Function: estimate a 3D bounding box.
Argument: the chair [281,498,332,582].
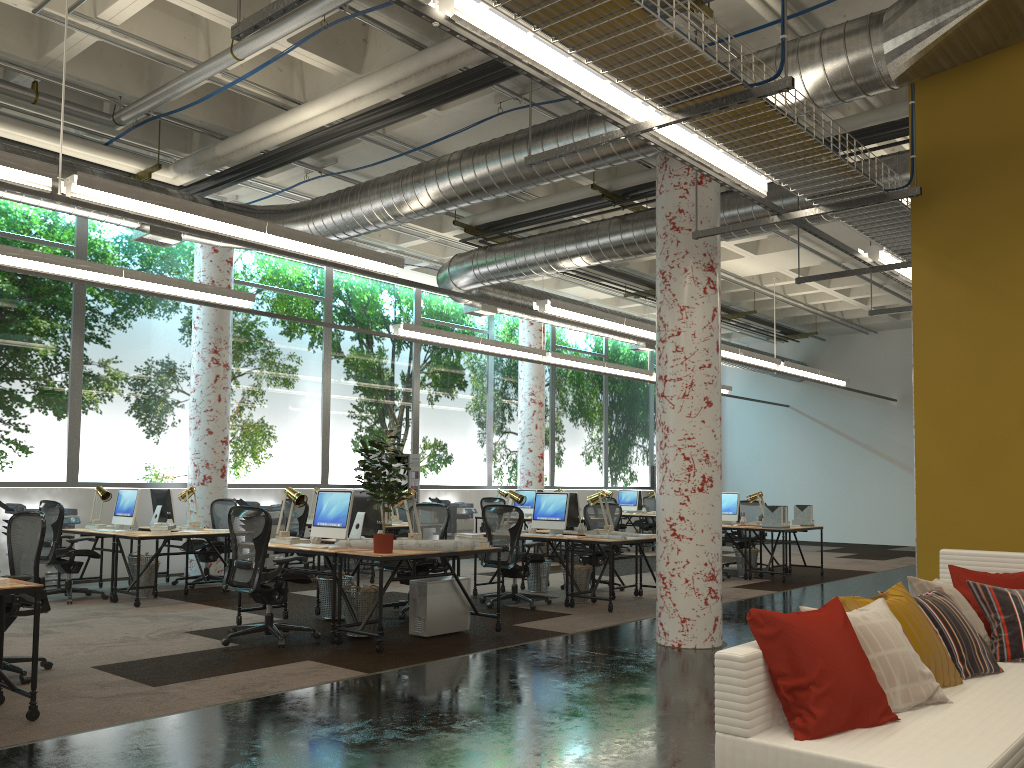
[{"bbox_3d":[-2.812,2.096,12.024,0.771,1.082,0.795,-2,-5,24],"label":"chair"}]

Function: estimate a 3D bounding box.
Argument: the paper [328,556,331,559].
[{"bbox_3d":[-2.785,2.233,13.749,0.440,1.194,0.413,-1,-4,19],"label":"paper"}]

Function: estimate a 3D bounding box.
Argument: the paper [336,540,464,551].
[{"bbox_3d":[-0.949,1.327,7.318,1.134,0.082,0.083,-1,-5,15],"label":"paper"}]

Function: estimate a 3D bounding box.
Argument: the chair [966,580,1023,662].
[{"bbox_3d":[2.608,1.206,4.444,0.516,0.391,0.359,0,-5,10],"label":"chair"}]

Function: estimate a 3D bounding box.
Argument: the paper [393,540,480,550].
[{"bbox_3d":[-0.840,1.342,7.444,1.134,0.082,0.083,0,-5,5],"label":"paper"}]

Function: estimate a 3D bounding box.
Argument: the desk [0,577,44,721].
[{"bbox_3d":[-3.722,1.449,4.885,1.943,0.721,1.405,-5,-8,41],"label":"desk"}]

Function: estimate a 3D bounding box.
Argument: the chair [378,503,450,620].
[{"bbox_3d":[-0.950,1.712,8.696,0.771,1.082,0.795,-2,-5,24],"label":"chair"}]

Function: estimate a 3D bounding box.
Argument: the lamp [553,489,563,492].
[{"bbox_3d":[0.875,2.170,15.748,0.219,0.609,0.529,3,-5,-30],"label":"lamp"}]

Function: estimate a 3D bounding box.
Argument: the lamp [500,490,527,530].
[{"bbox_3d":[-0.030,1.556,10.445,0.209,0.609,0.529,3,-5,-30],"label":"lamp"}]

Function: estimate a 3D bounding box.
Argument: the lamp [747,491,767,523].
[{"bbox_3d":[3.758,1.914,13.269,0.219,0.609,0.529,3,-5,-30],"label":"lamp"}]

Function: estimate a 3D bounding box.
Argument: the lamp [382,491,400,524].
[{"bbox_3d":[-1.727,1.801,12.735,0.219,0.609,0.529,3,-5,-30],"label":"lamp"}]

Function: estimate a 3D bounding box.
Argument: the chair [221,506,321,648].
[{"bbox_3d":[-1.994,1.531,7.203,0.771,1.082,0.795,-2,-5,24],"label":"chair"}]

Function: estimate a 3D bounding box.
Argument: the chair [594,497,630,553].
[{"bbox_3d":[1.910,2.765,17.492,0.771,1.082,0.795,-2,-5,24],"label":"chair"}]

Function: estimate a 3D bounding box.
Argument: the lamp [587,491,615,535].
[{"bbox_3d":[1.081,1.552,10.323,0.209,0.609,0.529,3,-5,-30],"label":"lamp"}]

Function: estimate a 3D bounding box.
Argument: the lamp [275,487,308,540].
[{"bbox_3d":[-2.028,1.239,8.032,0.219,0.609,0.529,3,-5,-30],"label":"lamp"}]

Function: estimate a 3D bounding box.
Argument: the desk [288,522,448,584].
[{"bbox_3d":[-2.086,2.345,12.591,1.943,0.721,1.405,-5,-8,41],"label":"desk"}]

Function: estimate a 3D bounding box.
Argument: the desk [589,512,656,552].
[{"bbox_3d":[2.636,3.014,18.058,1.943,0.721,1.405,-5,-8,41],"label":"desk"}]

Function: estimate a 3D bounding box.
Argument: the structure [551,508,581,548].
[{"bbox_3d":[1.063,2.919,18.790,0.504,1.054,1.060,-3,-6,41],"label":"structure"}]

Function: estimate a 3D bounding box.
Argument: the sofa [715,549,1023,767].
[{"bbox_3d":[2.382,1.232,3.466,2.021,0.928,2.863,-5,-8,40],"label":"sofa"}]

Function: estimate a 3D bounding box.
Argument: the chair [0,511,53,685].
[{"bbox_3d":[-3.403,1.381,5.811,0.771,1.082,0.795,-2,-5,24],"label":"chair"}]

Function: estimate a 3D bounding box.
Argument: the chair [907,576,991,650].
[{"bbox_3d":[2.208,1.178,4.452,0.547,0.436,0.335,6,-7,-44],"label":"chair"}]

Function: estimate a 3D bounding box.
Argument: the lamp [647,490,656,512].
[{"bbox_3d":[2.996,2.470,18.203,0.219,0.609,0.529,3,-5,-30],"label":"lamp"}]

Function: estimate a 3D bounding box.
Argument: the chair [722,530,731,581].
[{"bbox_3d":[2.672,2.209,12.558,0.771,1.082,0.795,-2,-5,24],"label":"chair"}]

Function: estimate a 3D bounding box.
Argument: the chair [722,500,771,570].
[{"bbox_3d":[3.717,2.389,14.051,0.771,1.082,0.795,-2,-5,24],"label":"chair"}]

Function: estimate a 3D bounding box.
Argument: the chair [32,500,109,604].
[{"bbox_3d":[-4.852,1.807,9.663,0.771,1.082,0.795,-2,-5,24],"label":"chair"}]

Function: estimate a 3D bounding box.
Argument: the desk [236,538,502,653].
[{"bbox_3d":[-1.268,1.780,7.770,1.943,0.722,1.405,-5,-8,41],"label":"desk"}]

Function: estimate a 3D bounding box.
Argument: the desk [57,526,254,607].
[{"bbox_3d":[-4.125,2.056,10.229,1.943,0.721,1.405,-5,-8,41],"label":"desk"}]

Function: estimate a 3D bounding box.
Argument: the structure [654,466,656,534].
[{"bbox_3d":[4.033,2.965,22.246,0.639,1.804,0.752,-3,-5,41],"label":"structure"}]

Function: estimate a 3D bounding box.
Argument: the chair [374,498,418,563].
[{"bbox_3d":[-1.768,2.276,13.517,0.771,1.082,0.795,-2,-5,24],"label":"chair"}]

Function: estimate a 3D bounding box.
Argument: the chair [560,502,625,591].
[{"bbox_3d":[1.044,2.028,11.107,0.771,1.082,0.795,-2,-5,24],"label":"chair"}]

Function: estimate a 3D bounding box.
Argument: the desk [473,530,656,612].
[{"bbox_3d":[0.726,2.096,10.181,1.943,0.721,1.405,-5,-8,41],"label":"desk"}]

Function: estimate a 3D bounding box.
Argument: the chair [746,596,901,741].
[{"bbox_3d":[1.104,1.016,3.182,0.535,0.443,0.302,4,-6,-33],"label":"chair"}]

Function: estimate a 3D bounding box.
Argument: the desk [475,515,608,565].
[{"bbox_3d":[0.516,2.713,15.603,1.943,0.721,1.405,-5,-8,41],"label":"desk"}]

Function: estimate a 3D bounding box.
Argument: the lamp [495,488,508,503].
[{"bbox_3d":[-0.244,2.173,15.865,0.219,0.609,0.529,3,-5,-30],"label":"lamp"}]

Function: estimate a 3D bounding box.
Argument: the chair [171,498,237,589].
[{"bbox_3d":[-3.807,1.987,11.156,0.771,1.082,0.795,-2,-5,24],"label":"chair"}]

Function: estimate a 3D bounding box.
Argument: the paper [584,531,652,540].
[{"bbox_3d":[1.162,1.656,9.672,0.568,0.061,0.627,-5,-8,38],"label":"paper"}]

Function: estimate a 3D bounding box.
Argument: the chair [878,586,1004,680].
[{"bbox_3d":[1.991,1.165,4.093,0.524,0.406,0.342,4,-6,-33],"label":"chair"}]

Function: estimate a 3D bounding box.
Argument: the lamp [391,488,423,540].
[{"bbox_3d":[-0.913,1.236,7.913,0.209,0.609,0.529,3,-5,-30],"label":"lamp"}]

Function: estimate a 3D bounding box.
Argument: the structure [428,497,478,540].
[{"bbox_3d":[-1.057,2.618,16.335,0.504,1.054,1.060,-3,-6,41],"label":"structure"}]

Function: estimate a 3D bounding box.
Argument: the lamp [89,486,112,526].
[{"bbox_3d":[-4.885,1.515,10.491,0.219,0.609,0.529,3,-5,-30],"label":"lamp"}]

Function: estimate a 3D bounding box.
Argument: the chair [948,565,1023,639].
[{"bbox_3d":[2.645,1.201,4.740,0.534,0.435,0.288,-1,-5,13],"label":"chair"}]

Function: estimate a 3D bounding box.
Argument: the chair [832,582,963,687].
[{"bbox_3d":[1.658,1.095,3.800,0.547,0.437,0.317,5,-6,-37],"label":"chair"}]

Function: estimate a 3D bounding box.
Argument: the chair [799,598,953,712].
[{"bbox_3d":[1.432,1.076,3.491,0.525,0.399,0.332,4,-6,-30],"label":"chair"}]

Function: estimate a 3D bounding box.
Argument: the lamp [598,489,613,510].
[{"bbox_3d":[1.876,2.473,18.320,0.219,0.609,0.529,3,-5,-30],"label":"lamp"}]

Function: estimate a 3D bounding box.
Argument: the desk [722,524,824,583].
[{"bbox_3d":[3.398,2.458,13.124,1.943,0.721,1.405,-5,-8,41],"label":"desk"}]

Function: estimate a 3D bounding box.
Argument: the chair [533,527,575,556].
[{"bbox_3d":[0.834,2.645,16.530,0.771,1.082,0.795,-2,-5,24],"label":"chair"}]

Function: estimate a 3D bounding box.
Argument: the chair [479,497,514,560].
[{"bbox_3d":[-0.210,2.464,15.037,0.771,1.082,0.795,-2,-5,24],"label":"chair"}]

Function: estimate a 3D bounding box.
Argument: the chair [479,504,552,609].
[{"bbox_3d":[0.000,1.847,9.614,0.771,1.082,0.795,-2,-5,24],"label":"chair"}]

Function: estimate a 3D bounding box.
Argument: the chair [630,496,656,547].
[{"bbox_3d":[2.954,2.945,18.985,0.771,1.082,0.795,-2,-5,24],"label":"chair"}]

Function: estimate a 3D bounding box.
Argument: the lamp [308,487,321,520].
[{"bbox_3d":[-2.842,1.804,12.855,0.209,0.609,0.529,3,-5,-30],"label":"lamp"}]

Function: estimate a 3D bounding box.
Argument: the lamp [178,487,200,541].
[{"bbox_3d":[-3.770,1.512,10.372,0.209,0.609,0.529,3,-5,-30],"label":"lamp"}]
